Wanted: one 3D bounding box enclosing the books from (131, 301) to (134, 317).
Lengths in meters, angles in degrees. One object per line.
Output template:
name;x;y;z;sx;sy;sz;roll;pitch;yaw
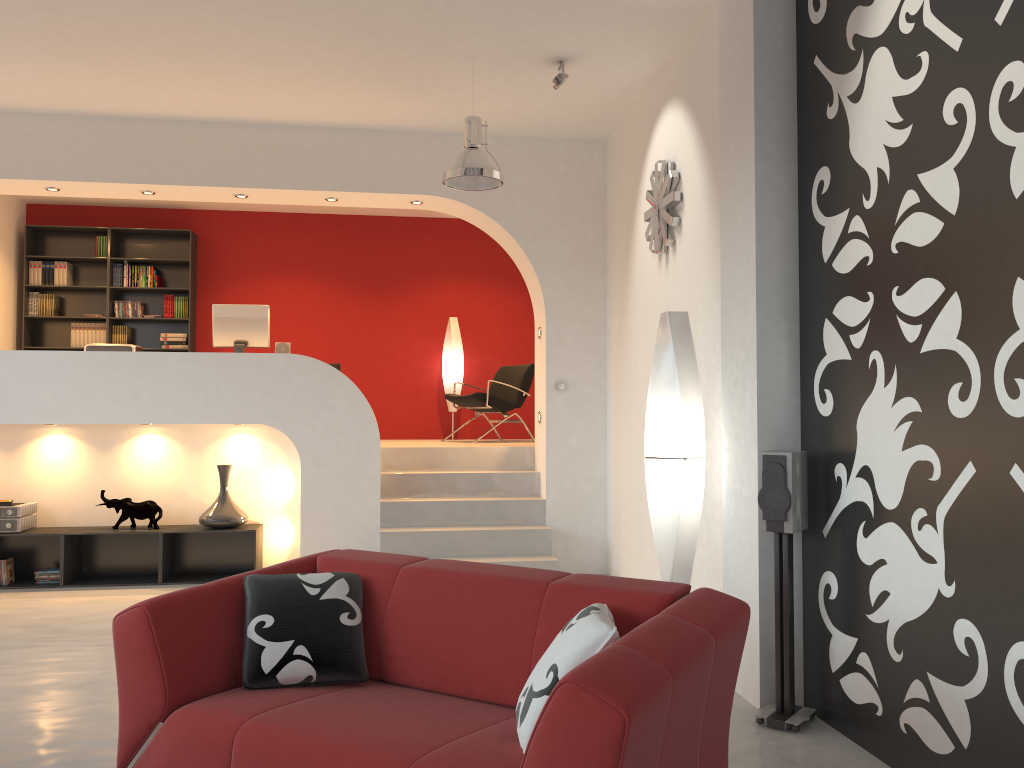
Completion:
books;-3.992;-0.776;9.378;0.031;0.190;0.135;0;-2;-9

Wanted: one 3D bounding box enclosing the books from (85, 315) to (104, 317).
books;-4.368;-0.706;9.318;0.190;0.015;0.135;0;-2;-9

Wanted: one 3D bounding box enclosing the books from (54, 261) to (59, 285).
books;-4.725;-1.133;9.259;0.040;0.260;0.200;0;-2;-9

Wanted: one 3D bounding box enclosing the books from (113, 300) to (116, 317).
books;-4.170;-0.777;9.351;0.031;0.190;0.135;0;-2;-9

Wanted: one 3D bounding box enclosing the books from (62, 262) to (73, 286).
books;-4.645;-1.132;9.272;0.040;0.260;0.200;0;-2;-9

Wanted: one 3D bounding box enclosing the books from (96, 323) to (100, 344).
books;-4.314;-0.498;9.299;0.040;0.260;0.200;0;-2;-9

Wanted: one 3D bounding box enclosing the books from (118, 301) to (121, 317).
books;-4.125;-0.777;9.358;0.031;0.190;0.135;0;-2;-9

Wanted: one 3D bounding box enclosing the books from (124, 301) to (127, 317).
books;-4.066;-0.777;9.367;0.031;0.190;0.135;0;-2;-9

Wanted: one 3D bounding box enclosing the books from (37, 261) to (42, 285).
books;-4.885;-1.134;9.235;0.040;0.260;0.200;0;-2;-9

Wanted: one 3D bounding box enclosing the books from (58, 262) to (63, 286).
books;-4.684;-1.132;9.266;0.040;0.260;0.200;0;-2;-9

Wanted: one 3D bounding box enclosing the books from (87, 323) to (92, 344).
books;-4.395;-0.499;9.286;0.040;0.260;0.200;0;-2;-9

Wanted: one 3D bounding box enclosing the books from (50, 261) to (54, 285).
books;-4.765;-1.133;9.253;0.040;0.260;0.200;0;-2;-9

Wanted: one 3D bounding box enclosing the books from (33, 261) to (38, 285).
books;-4.925;-1.134;9.229;0.040;0.260;0.200;0;-2;-9

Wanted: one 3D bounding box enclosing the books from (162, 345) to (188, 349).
books;-3.548;-0.384;9.399;0.260;0.040;0.200;0;-2;-7

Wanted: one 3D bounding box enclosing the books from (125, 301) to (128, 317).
books;-4.051;-0.777;9.369;0.031;0.190;0.135;0;-2;-9

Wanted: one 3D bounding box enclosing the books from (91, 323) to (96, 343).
books;-4.355;-0.498;9.292;0.040;0.260;0.200;0;-2;-9

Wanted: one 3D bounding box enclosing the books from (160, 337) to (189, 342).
books;-3.570;-0.464;9.394;0.260;0.040;0.200;0;-2;-9

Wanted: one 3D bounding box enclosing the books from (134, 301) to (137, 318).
books;-3.962;-0.776;9.383;0.031;0.190;0.135;0;-2;-9

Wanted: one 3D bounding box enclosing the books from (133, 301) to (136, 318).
books;-3.977;-0.776;9.380;0.031;0.190;0.135;0;-2;-9

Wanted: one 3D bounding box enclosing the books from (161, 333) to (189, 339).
books;-3.559;-0.504;9.388;0.260;0.040;0.200;0;-2;-9

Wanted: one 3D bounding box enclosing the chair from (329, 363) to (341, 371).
chair;-2.096;0.176;8.684;0.664;0.795;0.768;0;-2;11

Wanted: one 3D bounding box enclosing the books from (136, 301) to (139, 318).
books;-3.947;-0.776;9.385;0.031;0.190;0.135;0;-2;-9

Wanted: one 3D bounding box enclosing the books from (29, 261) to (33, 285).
books;-4.965;-1.134;9.223;0.040;0.260;0.200;0;-2;-9

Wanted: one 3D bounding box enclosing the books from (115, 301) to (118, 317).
books;-4.155;-0.777;9.353;0.031;0.190;0.135;0;-2;-9

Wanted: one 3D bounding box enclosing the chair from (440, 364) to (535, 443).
chair;-0.237;0.190;9.026;0.768;0.795;0.664;1;-3;-34

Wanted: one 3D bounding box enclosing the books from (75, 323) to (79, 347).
books;-4.515;-0.499;9.268;0.040;0.260;0.200;0;-2;-9

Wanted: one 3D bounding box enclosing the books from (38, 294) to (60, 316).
books;-4.826;-0.807;9.243;0.146;0.240;0.170;0;-2;-9

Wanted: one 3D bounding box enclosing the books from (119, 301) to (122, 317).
books;-4.111;-0.777;9.360;0.031;0.190;0.135;0;-2;-9

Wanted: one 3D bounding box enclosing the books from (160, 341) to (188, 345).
books;-3.566;-0.424;9.394;0.260;0.040;0.200;0;-2;-9

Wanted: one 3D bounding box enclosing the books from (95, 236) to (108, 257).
books;-4.286;-1.420;9.348;0.146;0.240;0.170;0;-2;-9

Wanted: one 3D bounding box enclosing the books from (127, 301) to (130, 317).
books;-4.036;-0.777;9.371;0.031;0.190;0.135;0;-2;-9

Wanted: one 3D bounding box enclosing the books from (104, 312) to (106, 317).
books;-4.245;-0.776;9.339;0.063;0.187;0.135;0;-2;-9

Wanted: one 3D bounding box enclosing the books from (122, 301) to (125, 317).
books;-4.081;-0.777;9.364;0.031;0.190;0.135;0;-2;-9

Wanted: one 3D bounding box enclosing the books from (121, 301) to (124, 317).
books;-4.096;-0.777;9.362;0.031;0.190;0.135;0;-2;-9

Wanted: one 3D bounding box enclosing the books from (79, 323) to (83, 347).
books;-4.475;-0.499;9.274;0.040;0.260;0.200;0;-2;-9

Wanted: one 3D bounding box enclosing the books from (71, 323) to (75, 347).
books;-4.555;-0.500;9.262;0.040;0.260;0.200;0;-2;-9

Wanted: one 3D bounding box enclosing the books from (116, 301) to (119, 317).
books;-4.140;-0.777;9.355;0.031;0.190;0.135;0;-2;-9

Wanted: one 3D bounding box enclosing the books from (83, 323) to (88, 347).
books;-4.435;-0.499;9.280;0.040;0.260;0.200;0;-2;-9

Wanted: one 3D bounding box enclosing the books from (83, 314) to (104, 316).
books;-4.386;-0.721;9.316;0.190;0.015;0.135;0;-2;-9

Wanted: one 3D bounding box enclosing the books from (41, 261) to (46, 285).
books;-4.845;-1.133;9.241;0.040;0.260;0.200;0;-2;-9

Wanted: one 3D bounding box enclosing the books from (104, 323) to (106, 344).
books;-4.234;-0.498;9.311;0.040;0.260;0.200;0;-2;-9

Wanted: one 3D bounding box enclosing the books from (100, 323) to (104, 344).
books;-4.274;-0.498;9.305;0.040;0.260;0.200;0;-2;-9

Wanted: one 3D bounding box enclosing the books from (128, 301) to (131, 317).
books;-4.021;-0.776;9.374;0.031;0.190;0.135;0;-2;-9

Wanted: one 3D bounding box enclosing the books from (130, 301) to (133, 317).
books;-4.007;-0.776;9.376;0.031;0.190;0.135;0;-2;-9

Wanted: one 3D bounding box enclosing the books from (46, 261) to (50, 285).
books;-4.805;-1.133;9.247;0.040;0.260;0.200;0;-2;-9

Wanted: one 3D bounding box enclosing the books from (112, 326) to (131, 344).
books;-4.111;-0.486;9.341;0.146;0.240;0.170;0;-2;-9

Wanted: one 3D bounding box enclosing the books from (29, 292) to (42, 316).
books;-4.945;-0.815;9.226;0.090;0.256;0.181;0;-2;-9
